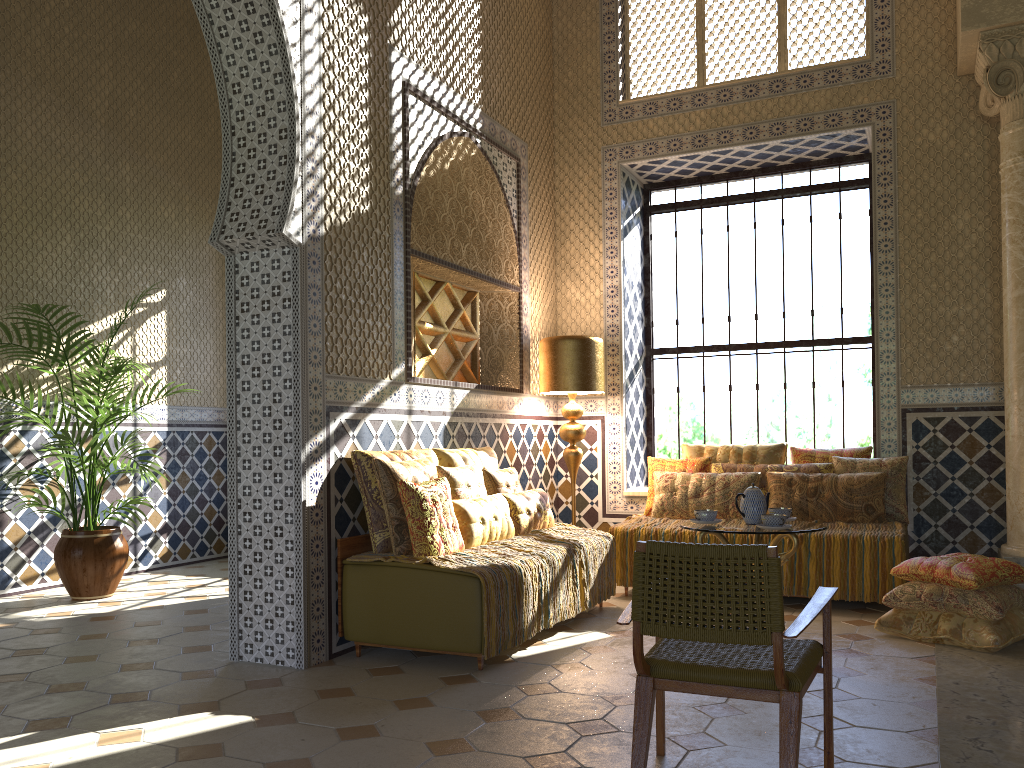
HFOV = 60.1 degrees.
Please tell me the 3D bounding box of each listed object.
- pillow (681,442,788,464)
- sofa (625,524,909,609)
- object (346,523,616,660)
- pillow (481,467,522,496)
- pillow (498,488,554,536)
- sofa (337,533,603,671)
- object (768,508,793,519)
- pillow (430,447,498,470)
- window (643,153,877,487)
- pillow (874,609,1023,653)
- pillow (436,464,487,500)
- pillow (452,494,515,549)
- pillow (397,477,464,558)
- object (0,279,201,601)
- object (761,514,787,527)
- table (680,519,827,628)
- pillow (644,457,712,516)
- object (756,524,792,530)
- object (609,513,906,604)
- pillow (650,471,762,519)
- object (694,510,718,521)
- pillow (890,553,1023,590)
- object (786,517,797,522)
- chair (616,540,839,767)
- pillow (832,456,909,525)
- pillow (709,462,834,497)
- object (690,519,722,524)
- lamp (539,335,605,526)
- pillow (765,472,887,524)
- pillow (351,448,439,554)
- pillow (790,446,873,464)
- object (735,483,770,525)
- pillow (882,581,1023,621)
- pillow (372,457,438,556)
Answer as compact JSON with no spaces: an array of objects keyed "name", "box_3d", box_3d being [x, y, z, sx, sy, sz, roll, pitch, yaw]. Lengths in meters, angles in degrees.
[{"name":"pillow","box_3d":[2.455,1.076,9.904,1.193,0.832,0.422,-2,-2,25]},{"name":"sofa","box_3d":[2.608,1.767,9.296,2.851,0.937,1.275,-2,-3,25]},{"name":"object","box_3d":[-0.111,1.695,7.754,1.315,0.717,2.889,-2,-4,25]},{"name":"pillow","box_3d":[-0.063,1.126,8.525,0.313,0.637,0.682,-1,-2,26]},{"name":"pillow","box_3d":[0.147,1.247,8.478,0.271,0.450,0.983,-1,-3,25]},{"name":"sofa","box_3d":[-0.161,1.706,7.791,1.274,0.936,2.853,-2,-4,25]},{"name":"object","box_3d":[2.155,1.051,7.117,0.183,0.100,0.183,-1,-3,14]},{"name":"pillow","box_3d":[-0.369,1.024,8.529,0.422,0.831,1.194,-1,-3,25]},{"name":"window","box_3d":[0.330,-0.567,11.859,8.487,3.988,0.574,-2,-1,21]},{"name":"pillow","box_3d":[3.718,1.970,7.316,1.043,0.368,0.992,2,-4,-40]},{"name":"pillow","box_3d":[-0.404,1.054,7.798,0.341,0.693,0.741,-1,-2,26]},{"name":"pillow","box_3d":[-0.251,1.198,7.630,0.271,0.450,0.983,-1,-3,25]},{"name":"pillow","box_3d":[-0.613,1.060,6.916,0.345,0.651,0.685,-1,-2,25]},{"name":"object","box_3d":[-4.694,0.556,9.546,2.258,3.550,2.755,-1,-2,29]},{"name":"object","box_3d":[1.930,1.016,6.522,0.183,0.100,0.184,-2,-3,21]},{"name":"table","box_3d":[1.866,1.581,6.862,1.100,0.980,1.102,1,-3,-35]},{"name":"pillow","box_3d":[1.855,1.162,9.944,0.741,0.693,0.341,-2,-1,26]},{"name":"object","box_3d":[1.930,1.054,6.522,0.256,0.032,0.256,-2,-4,21]},{"name":"object","box_3d":[2.545,1.757,9.256,2.887,0.717,1.316,-2,-3,25]},{"name":"pillow","box_3d":[2.082,1.221,9.574,1.192,0.546,0.329,-2,-2,25]},{"name":"object","box_3d":[1.537,1.053,7.018,0.183,0.100,0.183,-1,-3,6]},{"name":"pillow","box_3d":[3.703,1.559,7.304,0.748,0.310,0.805,1,-4,-31]},{"name":"object","box_3d":[2.156,1.089,7.118,0.256,0.032,0.256,-1,-4,4]},{"name":"chair","box_3d":[0.993,1.305,4.155,0.951,1.208,0.907,-2,-2,25]},{"name":"pillow","box_3d":[3.672,1.085,9.091,0.741,0.693,0.341,-2,-1,26]},{"name":"pillow","box_3d":[2.760,1.152,9.497,1.342,0.615,0.370,-2,-2,25]},{"name":"object","box_3d":[1.538,1.091,7.019,0.256,0.032,0.256,-1,-4,4]},{"name":"lamp","box_3d":[0.696,0.885,10.085,0.737,2.812,0.737,-1,-1,-6]},{"name":"pillow","box_3d":[3.191,1.174,9.053,1.192,0.546,0.329,-2,-2,25]},{"name":"pillow","box_3d":[-0.878,0.961,7.446,0.422,0.831,1.194,-1,-3,25]},{"name":"pillow","box_3d":[3.417,1.068,9.516,0.856,0.800,0.393,-2,-1,26]},{"name":"object","box_3d":[1.878,0.933,6.902,0.273,0.323,0.199,-1,-1,14]},{"name":"pillow","box_3d":[3.694,1.768,7.317,0.880,0.347,0.933,2,-5,-44]},{"name":"pillow","box_3d":[-0.790,0.983,7.158,0.383,0.780,0.835,-1,-2,26]}]
